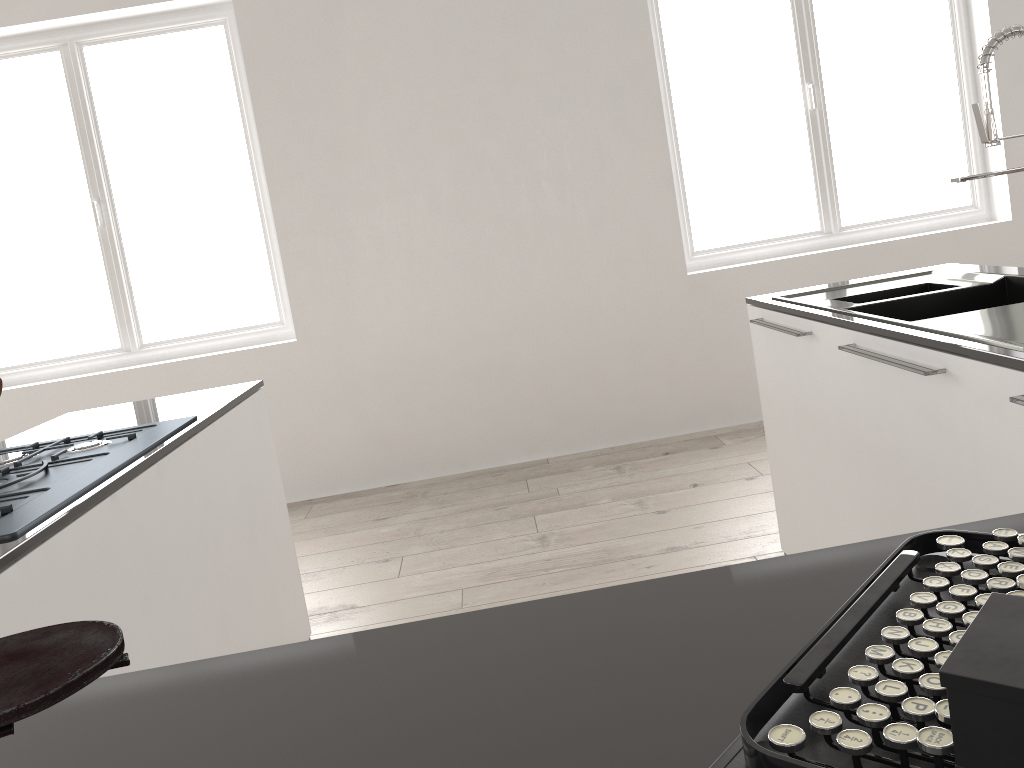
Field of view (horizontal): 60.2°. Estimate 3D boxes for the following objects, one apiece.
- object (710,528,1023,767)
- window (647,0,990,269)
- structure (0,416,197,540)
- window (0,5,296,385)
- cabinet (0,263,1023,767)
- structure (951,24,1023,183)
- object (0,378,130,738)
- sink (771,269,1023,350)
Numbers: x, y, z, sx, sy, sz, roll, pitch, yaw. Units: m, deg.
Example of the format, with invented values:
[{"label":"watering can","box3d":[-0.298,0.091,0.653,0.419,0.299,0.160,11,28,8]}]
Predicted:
[{"label":"object","box3d":[0.324,0.121,0.486,0.316,0.109,0.388,-1,13,43]},{"label":"window","box3d":[1.623,-1.603,4.701,1.726,1.728,0.071,-10,5,-2]},{"label":"structure","box3d":[-0.977,0.185,1.655,0.521,0.014,0.850,-10,10,-1]},{"label":"window","box3d":[-2.126,-0.961,4.590,1.726,1.728,0.071,-10,5,-2]},{"label":"cabinet","box3d":[0.112,0.497,1.443,2.706,0.875,2.485,-10,9,-1]},{"label":"structure","box3d":[1.129,-0.511,1.996,0.280,0.577,0.131,-10,5,-2]},{"label":"object","box3d":[-0.529,0.072,0.503,0.517,0.487,0.168,-14,7,-28]},{"label":"sink","box3d":[1.016,-0.125,1.960,0.485,0.139,1.176,-10,10,-1]}]
